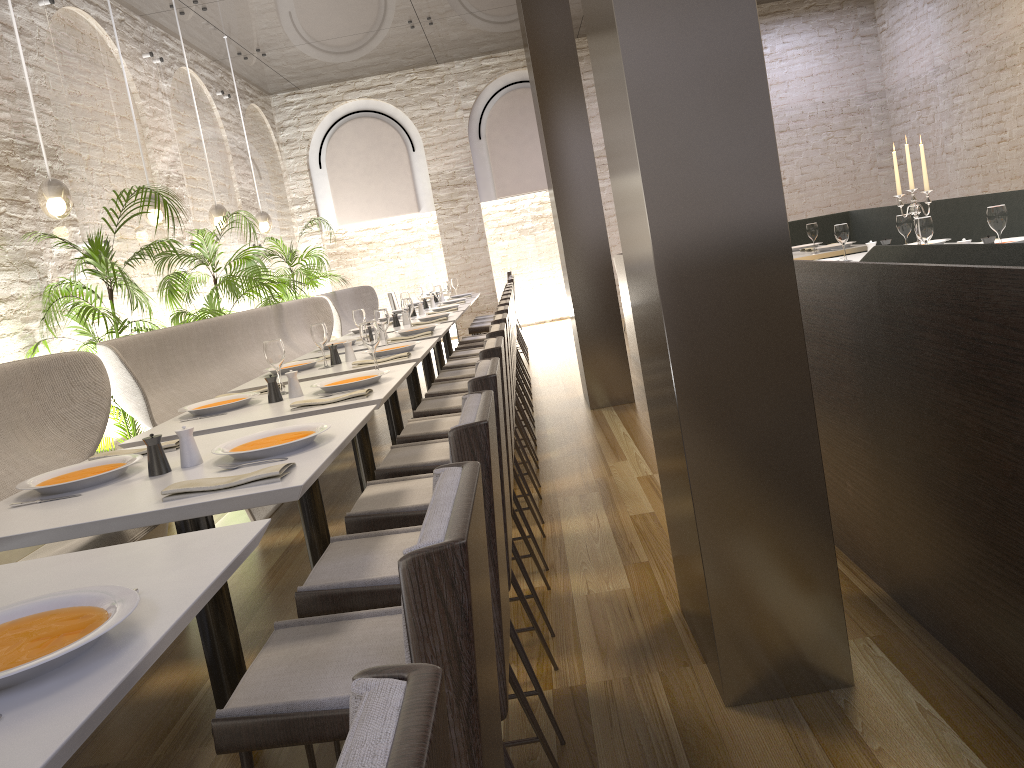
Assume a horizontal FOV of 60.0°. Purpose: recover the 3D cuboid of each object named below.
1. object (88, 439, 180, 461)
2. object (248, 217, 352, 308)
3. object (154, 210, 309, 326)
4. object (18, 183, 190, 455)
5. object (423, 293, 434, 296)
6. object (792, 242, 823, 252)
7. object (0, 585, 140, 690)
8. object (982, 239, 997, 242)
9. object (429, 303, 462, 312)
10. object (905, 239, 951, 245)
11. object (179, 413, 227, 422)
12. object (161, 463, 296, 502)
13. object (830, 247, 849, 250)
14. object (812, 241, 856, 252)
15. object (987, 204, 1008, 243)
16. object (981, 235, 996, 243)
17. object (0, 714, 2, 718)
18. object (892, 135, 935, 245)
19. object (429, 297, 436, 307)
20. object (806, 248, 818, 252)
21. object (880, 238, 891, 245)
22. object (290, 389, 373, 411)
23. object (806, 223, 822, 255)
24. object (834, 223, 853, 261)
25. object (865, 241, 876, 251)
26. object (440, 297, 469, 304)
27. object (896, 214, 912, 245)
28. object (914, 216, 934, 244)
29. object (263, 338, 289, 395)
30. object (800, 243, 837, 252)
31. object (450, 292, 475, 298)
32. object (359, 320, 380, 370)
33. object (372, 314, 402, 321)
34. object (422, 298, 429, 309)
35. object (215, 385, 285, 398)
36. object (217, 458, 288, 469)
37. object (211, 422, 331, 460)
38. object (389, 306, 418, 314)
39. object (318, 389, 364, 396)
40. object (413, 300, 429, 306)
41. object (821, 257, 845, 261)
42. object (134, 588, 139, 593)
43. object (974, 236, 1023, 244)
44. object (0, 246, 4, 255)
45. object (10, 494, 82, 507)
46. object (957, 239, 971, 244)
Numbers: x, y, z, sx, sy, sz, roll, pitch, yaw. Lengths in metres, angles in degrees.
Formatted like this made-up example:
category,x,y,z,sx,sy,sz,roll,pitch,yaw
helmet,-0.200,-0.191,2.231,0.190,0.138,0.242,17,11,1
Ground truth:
category,x,y,z,sx,sy,sz,roll,pitch,yaw
object,-1.159,0.208,2.775,0.273,0.033,0.143,-10,8,2
object,-2.373,-0.849,9.934,1.148,1.966,1.190,-12,7,-17
object,-2.407,-0.479,7.486,1.186,1.966,1.152,-4,9,42
object,-2.420,-0.180,5.486,1.143,1.966,1.196,-6,8,32
object,-1.167,-1.350,13.237,0.321,0.036,0.323,-4,10,36
object,2.488,-1.163,7.561,0.323,0.036,0.321,-17,11,-39
object,-0.661,0.349,1.175,0.322,0.036,0.322,-13,9,-20
object,2.495,-0.752,4.832,0.273,0.033,0.143,-10,8,2
object,-0.609,-0.693,8.134,0.321,0.036,0.324,-4,11,39
object,2.471,-0.830,5.337,0.322,0.036,0.323,-11,8,-3
object,-1.176,0.125,3.380,0.185,0.010,0.017,-10,8,2
object,-0.654,0.223,2.062,0.273,0.033,0.143,-10,8,2
object,2.479,-1.017,6.639,0.181,0.015,0.038,-10,8,3
object,2.482,-1.052,6.819,0.322,0.036,0.322,-14,9,-22
object,2.262,-0.713,4.116,0.086,0.230,0.086,-4,9,43
object,2.093,-0.589,3.880,0.068,0.126,0.069,-6,8,33
object,-0.666,0.385,0.994,0.181,0.015,0.038,-10,8,3
object,2.108,-0.984,4.656,0.131,0.654,0.392,-9,7,13
object,-0.827,-0.854,9.212,0.059,0.109,0.060,-5,8,37
object,2.512,-1.091,7.095,0.273,0.033,0.143,-10,8,2
object,2.119,-0.761,5.007,0.069,0.126,0.069,-11,7,-5
object,-0.646,0.055,3.189,0.273,0.033,0.143,-10,8,2
object,2.281,-1.100,6.702,0.086,0.230,0.087,-5,8,37
object,2.019,-0.860,5.400,0.086,0.230,0.087,-9,6,14
object,2.038,-0.748,5.012,0.069,0.126,0.069,-11,7,-5
object,-0.601,-0.857,9.231,0.321,0.036,0.324,-4,11,39
object,2.269,-0.861,5.108,0.086,0.230,0.087,-9,6,14
object,2.011,-0.696,4.307,0.086,0.230,0.087,-10,6,2
object,-0.979,-0.070,3.702,0.086,0.230,0.086,-4,9,43
object,2.513,-1.114,7.248,0.273,0.033,0.143,-10,8,2
object,-0.593,-1.027,10.365,0.321,0.036,0.324,-4,11,39
object,-0.596,-0.153,3.795,0.086,0.230,0.086,-4,9,43
object,-1.138,-0.600,8.150,0.321,0.036,0.324,-4,11,39
object,-0.897,-0.835,9.169,0.059,0.109,0.060,-5,8,37
object,-1.151,0.040,3.902,0.273,0.033,0.143,-10,8,2
object,-0.656,0.199,2.238,0.181,0.015,0.038,-10,8,3
object,-0.652,0.163,2.419,0.322,0.036,0.322,-13,9,-20
object,-1.130,-0.765,9.247,0.321,0.036,0.324,-4,11,39
object,-0.648,0.030,3.364,0.181,0.015,0.038,-10,8,3
object,-1.122,-0.934,10.381,0.321,0.036,0.324,-4,11,39
object,1.846,-0.721,5.356,0.322,0.036,0.323,-11,8,-3
object,-0.662,0.334,1.353,0.185,0.010,0.017,-10,8,2
object,2.465,-0.704,4.491,0.321,0.036,0.324,-7,9,21
object,-2.436,0.134,3.387,1.143,1.966,1.196,-6,8,32
object,-1.185,0.294,2.254,0.185,0.010,0.017,-10,8,2
object,2.012,-0.583,3.932,0.068,0.126,0.069,-7,7,25
